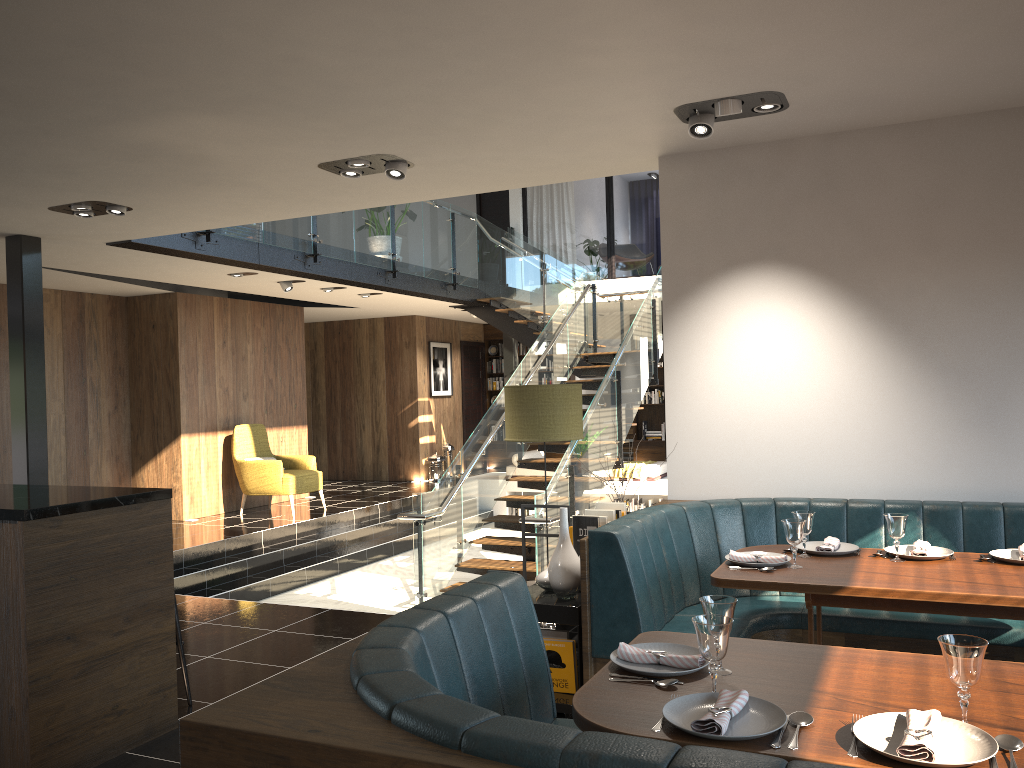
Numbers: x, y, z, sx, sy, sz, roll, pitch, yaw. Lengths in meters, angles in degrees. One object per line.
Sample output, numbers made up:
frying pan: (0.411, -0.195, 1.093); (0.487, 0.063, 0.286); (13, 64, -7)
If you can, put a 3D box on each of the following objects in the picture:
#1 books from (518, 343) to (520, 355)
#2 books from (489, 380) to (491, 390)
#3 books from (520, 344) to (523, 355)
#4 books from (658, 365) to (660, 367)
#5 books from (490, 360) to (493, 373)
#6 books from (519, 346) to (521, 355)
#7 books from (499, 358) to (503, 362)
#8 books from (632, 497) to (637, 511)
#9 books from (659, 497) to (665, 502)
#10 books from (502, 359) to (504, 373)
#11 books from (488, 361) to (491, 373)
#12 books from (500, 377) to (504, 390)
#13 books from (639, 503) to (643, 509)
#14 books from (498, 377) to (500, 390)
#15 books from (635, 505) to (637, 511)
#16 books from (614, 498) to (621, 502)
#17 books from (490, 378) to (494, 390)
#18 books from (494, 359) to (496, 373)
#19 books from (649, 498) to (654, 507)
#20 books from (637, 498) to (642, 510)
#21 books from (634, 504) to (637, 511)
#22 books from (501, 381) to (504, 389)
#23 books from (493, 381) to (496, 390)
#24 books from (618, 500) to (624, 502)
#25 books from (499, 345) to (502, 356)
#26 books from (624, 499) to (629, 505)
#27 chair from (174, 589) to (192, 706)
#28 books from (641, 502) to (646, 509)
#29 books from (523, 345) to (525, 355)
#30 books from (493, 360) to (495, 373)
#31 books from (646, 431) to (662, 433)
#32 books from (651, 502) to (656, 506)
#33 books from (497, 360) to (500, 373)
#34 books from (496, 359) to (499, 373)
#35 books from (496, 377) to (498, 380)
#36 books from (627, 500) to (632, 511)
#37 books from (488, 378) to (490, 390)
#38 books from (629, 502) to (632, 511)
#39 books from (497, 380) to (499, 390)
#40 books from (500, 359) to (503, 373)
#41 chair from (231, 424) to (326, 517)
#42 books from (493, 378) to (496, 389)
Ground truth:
books: (0.159, -0.639, 16.404); (0.030, 0.217, 0.165); (-2, 0, 25)
books: (-0.371, 0.020, 16.646); (0.045, 0.192, 0.164); (-2, 0, 25)
books: (0.206, -0.637, 16.367); (0.027, 0.212, 0.180); (-2, 0, 25)
books: (2.541, -0.397, 15.283); (0.028, 0.211, 0.133); (-2, 0, 25)
books: (-0.356, -0.327, 16.638); (0.066, 0.255, 0.127); (-2, 0, 24)
books: (0.173, -0.617, 16.361); (0.029, 0.172, 0.187); (-2, 0, 25)
books: (-0.192, -0.349, 16.546); (0.015, 0.287, 0.154); (-1, 0, 25)
books: (1.748, 1.785, 12.654); (0.029, 0.326, 0.153); (-2, 0, 25)
books: (2.107, 1.768, 12.455); (0.028, 0.334, 0.205); (-2, 0, 25)
books: (-0.134, -0.334, 16.525); (0.032, 0.255, 0.160); (-2, 0, 25)
books: (-0.404, -0.313, 16.638); (0.023, 0.231, 0.143); (-2, 0, 25)
books: (-0.179, -0.009, 16.534); (0.026, 0.237, 0.164); (-2, 0, 25)
books: (1.844, 1.818, 12.577); (0.036, 0.253, 0.178); (-2, 0, 25)
books: (-0.199, -0.007, 16.566); (0.036, 0.235, 0.169); (-2, 0, 25)
books: (1.794, 1.831, 12.622); (0.028, 0.231, 0.158); (-2, 0, 25)
books: (1.518, 1.797, 12.724); (0.043, 0.316, 0.209); (-2, 0, 25)
books: (-0.354, -0.002, 16.605); (0.022, 0.235, 0.194); (-2, 0, 25)
books: (-0.275, -0.336, 16.567); (0.022, 0.267, 0.197); (-2, 0, 25)
books: (1.976, 1.784, 12.533); (0.027, 0.312, 0.189); (-2, 0, 25)
books: (1.819, 1.786, 12.606); (0.033, 0.318, 0.152); (-2, 0, 25)
books: (1.778, 1.834, 12.650); (0.026, 0.226, 0.132); (-2, 0, 25)
books: (-0.150, 0.025, 16.535); (0.026, 0.167, 0.173); (-2, 0, 25)
books: (-0.298, 0.029, 16.611); (0.037, 0.169, 0.148); (-2, 0, 25)
books: (1.566, 1.812, 12.739); (0.030, 0.284, 0.176); (-2, 0, 25)
books: (-0.189, -0.627, 16.515); (0.024, 0.216, 0.210); (-2, 0, 25)
books: (1.642, 1.799, 12.689); (0.035, 0.305, 0.151); (-2, 0, 25)
chair: (-1.756, 1.100, 4.074); (0.412, 0.799, 0.412); (-2, 0, 34)
books: (1.869, 1.815, 12.566); (0.019, 0.256, 0.186); (-2, 0, 25)
books: (0.256, -0.635, 16.321); (0.023, 0.202, 0.201); (-2, 0, 25)
books: (-0.299, -0.329, 16.582); (0.035, 0.255, 0.183); (-2, 0, 25)
books: (2.476, 0.832, 15.370); (0.257, 0.024, 0.167); (-2, -1, 25)
books: (2.009, 1.811, 12.534); (0.030, 0.256, 0.160); (-2, 0, 25)
books: (-0.229, -0.325, 16.530); (0.039, 0.243, 0.179); (-2, 0, 24)
books: (-0.251, -0.333, 16.562); (0.027, 0.260, 0.181); (-2, 0, 25)
books: (-0.250, -0.006, 16.604); (0.019, 0.236, 0.139); (-2, 0, 24)
books: (1.682, 1.806, 12.639); (0.026, 0.287, 0.204); (-2, 0, 25)
books: (-0.404, 0.005, 16.667); (0.030, 0.224, 0.166); (-2, 0, 25)
books: (1.715, 1.813, 12.648); (0.027, 0.270, 0.187); (-2, 0, 25)
books: (-0.237, 0.021, 16.568); (0.035, 0.180, 0.164); (-2, 0, 25)
books: (-0.168, -0.338, 16.512); (0.019, 0.264, 0.175); (-1, 0, 25)
chair: (-2.910, 1.041, 11.005); (1.031, 1.097, 0.807); (-2, 0, 23)
books: (-0.316, -0.001, 16.640); (0.018, 0.232, 0.123); (-2, 0, 25)
